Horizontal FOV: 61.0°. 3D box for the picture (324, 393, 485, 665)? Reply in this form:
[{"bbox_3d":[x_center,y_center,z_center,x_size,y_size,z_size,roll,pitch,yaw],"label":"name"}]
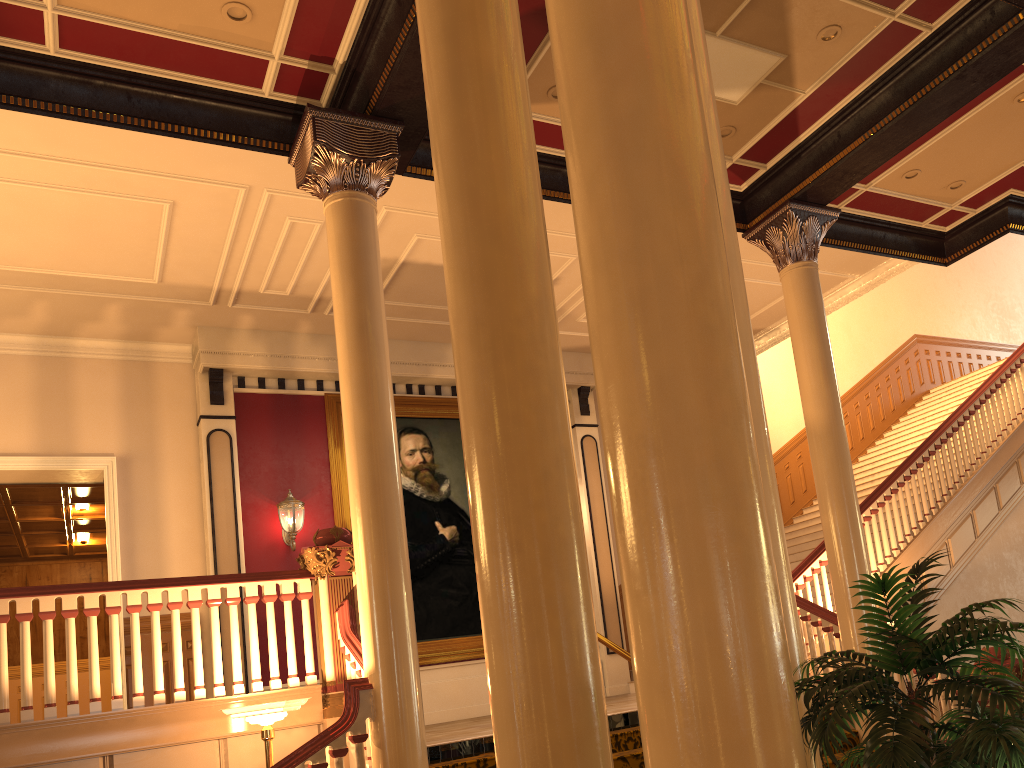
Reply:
[{"bbox_3d":[-0.963,1.805,11.068,2.624,3.357,0.055,0,-11,-29],"label":"picture"}]

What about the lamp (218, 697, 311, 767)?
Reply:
[{"bbox_3d":[-1.515,3.070,5.593,0.572,1.957,0.604,-16,-13,43],"label":"lamp"}]

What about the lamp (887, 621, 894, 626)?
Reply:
[{"bbox_3d":[3.713,3.321,8.471,0.586,1.957,0.591,-6,-10,-10],"label":"lamp"}]

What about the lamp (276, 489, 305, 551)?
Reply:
[{"bbox_3d":[-2.554,1.579,10.054,0.327,0.710,0.395,-2,-12,-28],"label":"lamp"}]

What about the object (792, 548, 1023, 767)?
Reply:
[{"bbox_3d":[1.233,1.484,2.247,1.121,2.092,1.027,2,-14,-39],"label":"object"}]
